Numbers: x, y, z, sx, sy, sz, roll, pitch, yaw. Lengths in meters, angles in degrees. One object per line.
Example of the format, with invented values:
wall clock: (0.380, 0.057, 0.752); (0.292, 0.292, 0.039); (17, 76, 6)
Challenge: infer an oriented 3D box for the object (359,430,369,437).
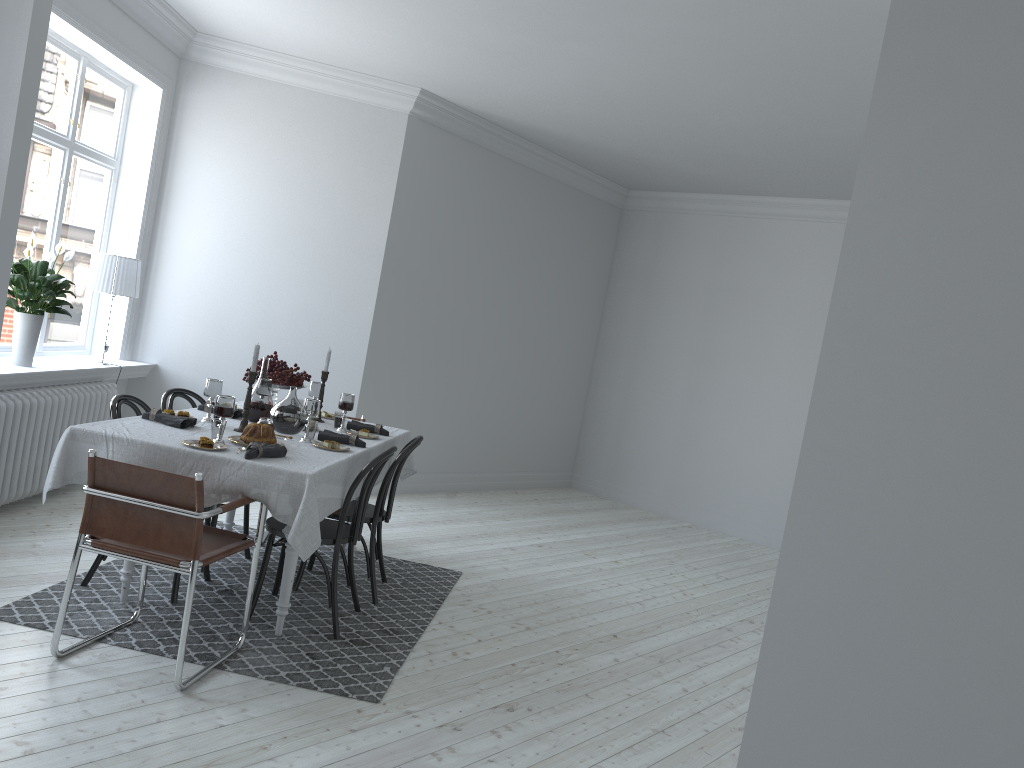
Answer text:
object: (-0.821, 0.275, 4.922); (0.057, 0.037, 0.021); (11, 3, 18)

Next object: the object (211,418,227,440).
object: (-1.314, 0.205, 3.961); (0.066, 0.094, 0.066); (12, 3, 26)

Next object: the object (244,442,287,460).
object: (-1.042, 0.283, 3.772); (0.165, 0.061, 0.247); (10, 3, -13)

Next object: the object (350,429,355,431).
object: (-0.861, 0.275, 5.051); (0.131, 0.012, 0.031); (11, 3, 5)

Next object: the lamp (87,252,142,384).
lamp: (-2.837, -0.231, 6.162); (0.335, 1.331, 0.335); (12, 3, 25)

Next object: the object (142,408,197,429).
object: (-1.610, 0.160, 4.142); (0.247, 0.061, 0.165); (10, 3, -13)

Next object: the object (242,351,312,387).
object: (-1.362, -0.083, 5.208); (0.347, 0.215, 0.318); (10, 3, 0)

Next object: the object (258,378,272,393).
object: (-1.402, 0.078, 4.976); (0.083, 0.215, 0.083); (12, 3, 33)

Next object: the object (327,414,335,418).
object: (-1.125, 0.199, 5.496); (0.057, 0.021, 0.037); (13, 4, 38)

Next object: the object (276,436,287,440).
object: (-1.176, 0.255, 4.325); (0.150, 0.009, 0.075); (10, 3, -17)

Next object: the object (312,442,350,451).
object: (-0.881, 0.308, 4.321); (0.182, 0.013, 0.182); (8, 4, -37)

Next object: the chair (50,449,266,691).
chair: (-1.384, 0.691, 3.578); (0.546, 0.837, 0.593); (11, 3, 9)

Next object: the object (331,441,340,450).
object: (-0.865, 0.298, 4.321); (0.057, 0.037, 0.021); (12, 3, 28)

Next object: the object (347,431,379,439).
object: (-0.830, 0.286, 4.934); (0.182, 0.013, 0.182); (8, 4, -37)

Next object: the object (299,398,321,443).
object: (-1.002, 0.182, 4.377); (0.083, 0.215, 0.083); (13, 4, 42)

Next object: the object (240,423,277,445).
object: (-1.145, 0.231, 4.029); (0.164, 0.105, 0.191); (9, 3, -33)

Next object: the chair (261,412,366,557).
chair: (-1.254, 0.607, 5.696); (0.546, 0.837, 0.593); (10, 3, -7)

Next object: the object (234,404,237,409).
object: (-1.581, 0.132, 4.989); (0.039, 0.040, 0.078); (11, 3, 12)

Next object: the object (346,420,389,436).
object: (-0.842, 0.249, 5.177); (0.247, 0.061, 0.165); (10, 3, -13)

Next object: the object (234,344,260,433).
object: (-1.279, 0.020, 4.330); (0.089, 0.432, 0.089); (9, 3, -30)

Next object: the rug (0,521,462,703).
rug: (-1.254, 1.072, 4.665); (1.701, 0.021, 2.166); (11, 3, 5)

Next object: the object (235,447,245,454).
object: (-1.161, 0.284, 3.784); (0.031, 0.012, 0.131); (10, 3, -10)

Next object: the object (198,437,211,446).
object: (-1.305, 0.244, 3.770); (0.051, 0.039, 0.036); (10, 3, -13)

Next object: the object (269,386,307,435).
object: (-1.133, 0.135, 4.520); (0.194, 0.245, 0.194); (12, 3, 21)

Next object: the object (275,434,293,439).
object: (-1.155, 0.245, 4.332); (0.167, 0.031, 0.031); (10, 3, -17)

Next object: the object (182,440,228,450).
object: (-1.297, 0.261, 3.745); (0.182, 0.013, 0.182); (13, 4, 37)

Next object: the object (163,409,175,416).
object: (-1.687, 0.144, 4.364); (0.036, 0.039, 0.051); (11, 3, 15)

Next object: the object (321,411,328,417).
object: (-1.154, 0.187, 5.466); (0.021, 0.037, 0.057); (9, 3, -31)

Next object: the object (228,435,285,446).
object: (-1.163, 0.269, 4.032); (0.251, 0.018, 0.251); (13, 4, 37)

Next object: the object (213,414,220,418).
object: (-1.438, 0.162, 4.354); (0.066, 0.094, 0.066); (12, 3, 26)

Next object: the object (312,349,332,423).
object: (-1.110, 0.007, 5.211); (0.089, 0.432, 0.089); (9, 3, -30)

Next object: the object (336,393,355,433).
object: (-0.938, 0.163, 4.974); (0.083, 0.215, 0.083); (13, 4, 42)

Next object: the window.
window: (-3.026, -1.174, 5.570); (0.061, 2.080, 2.079); (10, 3, 0)

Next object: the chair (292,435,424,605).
chair: (-0.845, 0.686, 4.895); (0.564, 0.909, 0.463); (10, 3, -4)

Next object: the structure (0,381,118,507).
structure: (-2.905, 0.384, 5.381); (0.245, 0.753, 1.710); (10, 3, 0)

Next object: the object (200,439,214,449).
object: (-1.279, 0.251, 3.720); (0.057, 0.041, 0.038); (9, 3, -19)

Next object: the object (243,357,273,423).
object: (-1.339, 0.032, 4.735); (0.152, 0.352, 0.152); (10, 3, -2)

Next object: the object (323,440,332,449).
object: (-0.896, 0.293, 4.309); (0.021, 0.037, 0.057); (8, 3, -34)

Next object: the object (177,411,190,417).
object: (-1.625, 0.153, 4.390); (0.057, 0.041, 0.038); (10, 3, -11)

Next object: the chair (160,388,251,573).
chair: (-1.729, 0.519, 4.984); (0.564, 0.909, 0.463); (11, 3, 16)

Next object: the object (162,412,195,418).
object: (-1.659, 0.162, 4.379); (0.182, 0.013, 0.182); (13, 4, 37)

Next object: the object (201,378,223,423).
object: (-1.508, 0.085, 4.447); (0.083, 0.215, 0.083); (13, 4, 42)

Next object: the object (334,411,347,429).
object: (-0.989, 0.208, 5.074); (0.066, 0.094, 0.066); (12, 3, 26)

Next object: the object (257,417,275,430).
object: (-1.176, 0.214, 4.216); (0.091, 0.101, 0.091); (10, 3, -7)

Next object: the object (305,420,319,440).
object: (-1.017, 0.233, 4.477); (0.066, 0.094, 0.066); (12, 3, 26)

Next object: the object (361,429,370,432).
object: (-0.823, 0.273, 4.963); (0.051, 0.039, 0.036); (10, 3, -13)

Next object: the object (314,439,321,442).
object: (-0.931, 0.293, 4.432); (0.131, 0.012, 0.031); (11, 3, 5)

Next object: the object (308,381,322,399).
object: (-1.196, 0.096, 5.365); (0.083, 0.215, 0.083); (13, 4, 42)

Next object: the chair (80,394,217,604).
chair: (-1.751, 0.544, 4.406); (0.564, 0.909, 0.463); (10, 3, 1)

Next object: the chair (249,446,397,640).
chair: (-0.917, 0.702, 4.329); (0.564, 0.909, 0.463); (10, 3, 1)

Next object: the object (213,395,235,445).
object: (-1.264, 0.159, 3.869); (0.083, 0.215, 0.083); (13, 4, 42)

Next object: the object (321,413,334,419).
object: (-1.131, 0.203, 5.486); (0.182, 0.013, 0.182); (8, 4, -42)

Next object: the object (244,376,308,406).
object: (-1.399, 0.078, 5.207); (0.367, 0.188, 0.367); (10, 3, -11)

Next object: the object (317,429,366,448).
object: (-0.877, 0.273, 4.575); (0.247, 0.061, 0.165); (10, 3, -13)

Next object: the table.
table: (-1.303, 0.645, 4.631); (1.210, 0.842, 2.179); (11, 3, 4)

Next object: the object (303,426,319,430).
object: (-1.180, 0.226, 4.824); (0.251, 0.018, 0.251); (13, 4, 37)

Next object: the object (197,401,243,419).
object: (-1.563, 0.138, 4.754); (0.247, 0.061, 0.165); (10, 3, -13)

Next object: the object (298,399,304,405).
object: (-1.279, 0.142, 5.334); (0.066, 0.094, 0.066); (12, 3, 26)
